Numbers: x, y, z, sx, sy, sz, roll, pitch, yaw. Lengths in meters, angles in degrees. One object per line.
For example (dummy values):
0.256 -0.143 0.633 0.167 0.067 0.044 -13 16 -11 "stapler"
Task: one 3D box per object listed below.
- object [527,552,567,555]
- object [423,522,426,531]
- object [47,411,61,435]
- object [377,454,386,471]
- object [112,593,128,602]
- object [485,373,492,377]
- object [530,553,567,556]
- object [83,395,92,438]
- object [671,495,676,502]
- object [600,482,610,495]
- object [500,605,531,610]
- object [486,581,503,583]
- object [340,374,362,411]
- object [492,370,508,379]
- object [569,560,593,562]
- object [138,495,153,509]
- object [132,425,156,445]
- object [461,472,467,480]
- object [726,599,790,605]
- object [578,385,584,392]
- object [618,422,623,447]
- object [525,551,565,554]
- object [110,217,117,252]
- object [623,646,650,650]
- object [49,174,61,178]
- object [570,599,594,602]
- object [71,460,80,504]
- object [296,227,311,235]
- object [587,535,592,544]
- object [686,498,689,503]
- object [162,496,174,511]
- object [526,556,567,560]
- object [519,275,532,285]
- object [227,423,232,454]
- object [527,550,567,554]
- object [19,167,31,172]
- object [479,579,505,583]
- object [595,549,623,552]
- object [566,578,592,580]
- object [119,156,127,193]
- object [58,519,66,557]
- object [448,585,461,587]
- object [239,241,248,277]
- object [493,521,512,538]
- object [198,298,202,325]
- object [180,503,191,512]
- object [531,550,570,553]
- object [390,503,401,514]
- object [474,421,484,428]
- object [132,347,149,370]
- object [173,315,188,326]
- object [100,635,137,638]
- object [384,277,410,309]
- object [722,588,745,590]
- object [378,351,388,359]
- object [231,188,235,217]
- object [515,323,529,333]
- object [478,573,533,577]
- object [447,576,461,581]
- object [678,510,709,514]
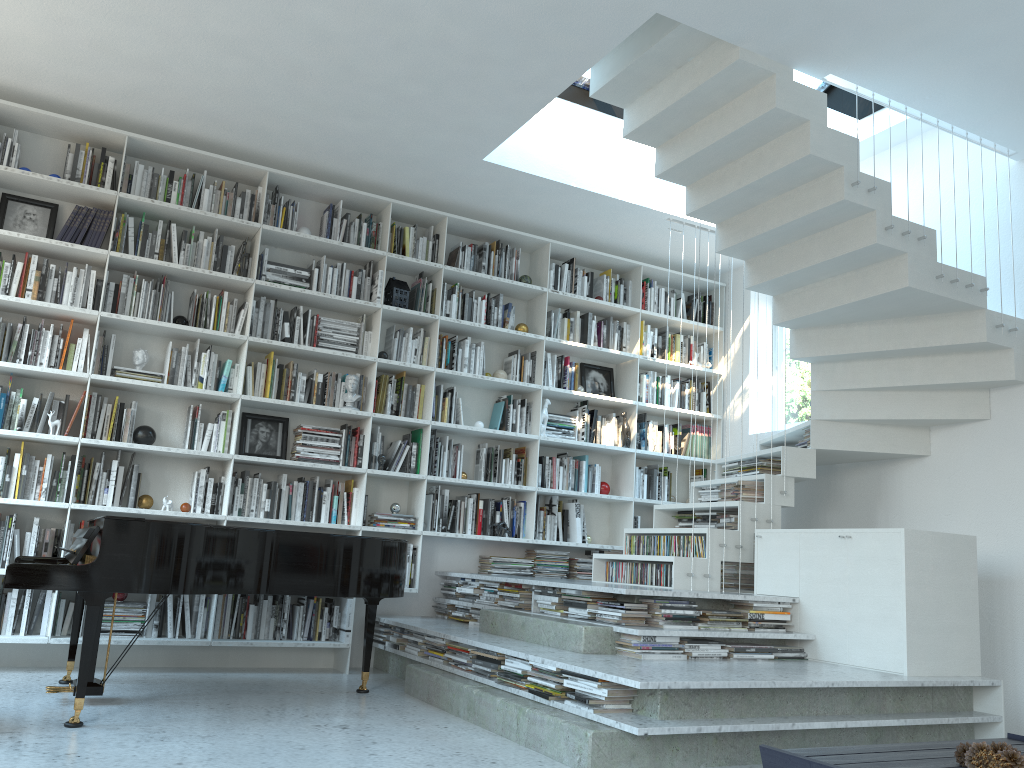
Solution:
0.255 1.241 6.492 0.254 0.005 0.161 9 -13 -27 "object"
-0.618 0.968 6.036 0.071 0.072 0.072 -1 -12 21 "object"
-2.566 0.220 4.961 0.082 0.139 0.044 14 -15 -42 "object"
-0.856 0.516 5.821 0.054 0.113 0.079 9 -12 -28 "object"
-2.259 1.211 5.108 0.086 0.087 0.086 -6 -14 40 "object"
-0.180 -0.048 6.420 0.068 0.068 0.068 -6 -14 40 "object"
0.254 1.246 6.491 0.254 0.005 0.161 9 -13 -27 "object"
-2.493 0.206 5.202 0.012 0.270 0.130 9 -12 -27 "object"
1.263 0.919 7.042 0.071 0.072 0.072 -1 -12 21 "object"
0.689 0.801 6.750 0.115 0.116 0.115 -6 -14 40 "object"
0.061 1.333 5.287 0.145 0.010 0.267 10 -13 -30 "object"
-0.056 1.246 5.567 0.144 0.005 0.257 9 -13 -26 "object"
-1.057 0.061 5.814 0.138 0.243 0.137 -2 -12 28 "object"
-0.088 -0.049 6.496 0.111 0.112 0.112 -6 -14 40 "object"
0.578 1.333 6.651 0.328 0.008 0.208 9 -13 -27 "object"
-2.177 0.702 5.263 0.091 0.092 0.091 -6 -14 40 "object"
-2.197 0.314 5.301 0.133 0.135 0.134 -1 -12 21 "object"
-0.350 0.652 6.234 0.071 0.072 0.072 -1 -12 21 "object"
1.300 1.143 4.691 0.284 0.030 0.177 9 -13 -27 "object"
0.505 0.053 6.765 0.091 0.092 0.092 -1 -12 21 "object"
0.804 0.413 6.897 0.022 0.211 0.179 9 -12 -27 "object"
0.255 1.236 6.493 0.285 0.005 0.160 9 -13 -27 "object"
-2.430 -0.868 5.390 0.012 0.253 0.161 9 -12 -27 "object"
0.643 1.251 4.203 0.204 0.004 0.140 9 -12 -24 "object"
-2.710 -1.201 5.252 0.082 0.083 0.083 -6 -14 40 "object"
0.419 1.139 4.657 0.142 0.006 0.204 10 -13 -28 "object"
-2.521 0.569 5.117 0.012 0.253 0.161 9 -12 -27 "object"
-1.391 -0.995 5.910 0.104 0.105 0.105 -6 -14 40 "object"
0.562 1.168 6.651 0.071 0.072 0.072 -1 -12 21 "object"
1.445 0.958 7.179 0.071 0.072 0.072 -1 -12 21 "object"
-2.040 0.710 5.259 0.060 0.094 0.078 6 -11 -10 "object"
0.250 1.272 6.484 0.254 0.005 0.161 9 -13 -27 "object"
0.097 -0.760 6.606 0.104 0.105 0.104 -1 -12 21 "object"
-1.787 0.351 5.561 0.017 0.215 0.103 9 -12 -27 "object"
0.256 1.230 6.492 0.254 0.005 0.161 9 -13 -26 "object"
-2.849 -1.224 5.181 0.082 0.083 0.083 -6 -14 40 "object"
-0.068 1.237 5.562 0.159 0.007 0.285 10 -13 -29 "object"
0.741 1.259 6.699 0.130 0.015 0.210 10 -13 -27 "object"
0.571 1.460 6.627 0.328 0.008 0.208 9 -13 -27 "object"
-2.407 -1.242 5.462 0.012 0.284 0.159 9 -12 -27 "object"
-2.573 0.916 5.058 0.017 0.289 0.089 9 -12 -27 "object"
-0.339 1.389 6.076 0.135 0.011 0.222 8 -12 -23 "object"
-1.693 -0.778 5.603 0.075 0.254 0.075 -6 -14 41 "object"
-0.065 1.008 6.155 0.161 0.113 0.065 13 -14 -39 "object"
-1.977 -0.415 5.568 0.010 0.225 0.142 9 -12 -27 "object"
-1.960 0.744 5.323 0.061 0.062 0.061 -1 -12 21 "object"
0.261 1.223 6.485 0.285 0.005 0.160 8 -12 -22 "object"
-0.774 0.825 5.885 0.071 0.072 0.072 -1 -12 21 "object"
-0.235 0.299 6.311 0.071 0.072 0.072 -1 -12 21 "object"
-2.251 -0.148 5.368 0.095 0.156 0.121 6 -11 -13 "object"
-2.047 -0.374 5.467 0.097 0.098 0.097 -1 -12 21 "object"
-2.287 1.443 5.097 0.254 0.007 0.161 9 -12 -24 "object"
-0.796 -0.611 6.131 0.135 0.247 0.135 12 -14 -36 "object"
1.621 1.540 6.641 0.207 0.018 0.147 9 -12 -24 "object"
-0.873 -0.186 5.990 0.071 0.072 0.072 -1 -12 21 "object"
-1.829 -1.128 5.749 0.010 0.246 0.157 9 -12 -27 "object"
0.072 -0.398 6.542 0.100 0.101 0.101 -6 -14 40 "object"
-0.048 1.355 6.298 0.346 0.007 0.193 11 -13 -31 "object"
-0.332 1.339 6.088 0.131 0.024 0.291 9 -13 -25 "object"
1.218 0.862 5.911 0.161 0.025 0.174 8 -12 -23 "object"
